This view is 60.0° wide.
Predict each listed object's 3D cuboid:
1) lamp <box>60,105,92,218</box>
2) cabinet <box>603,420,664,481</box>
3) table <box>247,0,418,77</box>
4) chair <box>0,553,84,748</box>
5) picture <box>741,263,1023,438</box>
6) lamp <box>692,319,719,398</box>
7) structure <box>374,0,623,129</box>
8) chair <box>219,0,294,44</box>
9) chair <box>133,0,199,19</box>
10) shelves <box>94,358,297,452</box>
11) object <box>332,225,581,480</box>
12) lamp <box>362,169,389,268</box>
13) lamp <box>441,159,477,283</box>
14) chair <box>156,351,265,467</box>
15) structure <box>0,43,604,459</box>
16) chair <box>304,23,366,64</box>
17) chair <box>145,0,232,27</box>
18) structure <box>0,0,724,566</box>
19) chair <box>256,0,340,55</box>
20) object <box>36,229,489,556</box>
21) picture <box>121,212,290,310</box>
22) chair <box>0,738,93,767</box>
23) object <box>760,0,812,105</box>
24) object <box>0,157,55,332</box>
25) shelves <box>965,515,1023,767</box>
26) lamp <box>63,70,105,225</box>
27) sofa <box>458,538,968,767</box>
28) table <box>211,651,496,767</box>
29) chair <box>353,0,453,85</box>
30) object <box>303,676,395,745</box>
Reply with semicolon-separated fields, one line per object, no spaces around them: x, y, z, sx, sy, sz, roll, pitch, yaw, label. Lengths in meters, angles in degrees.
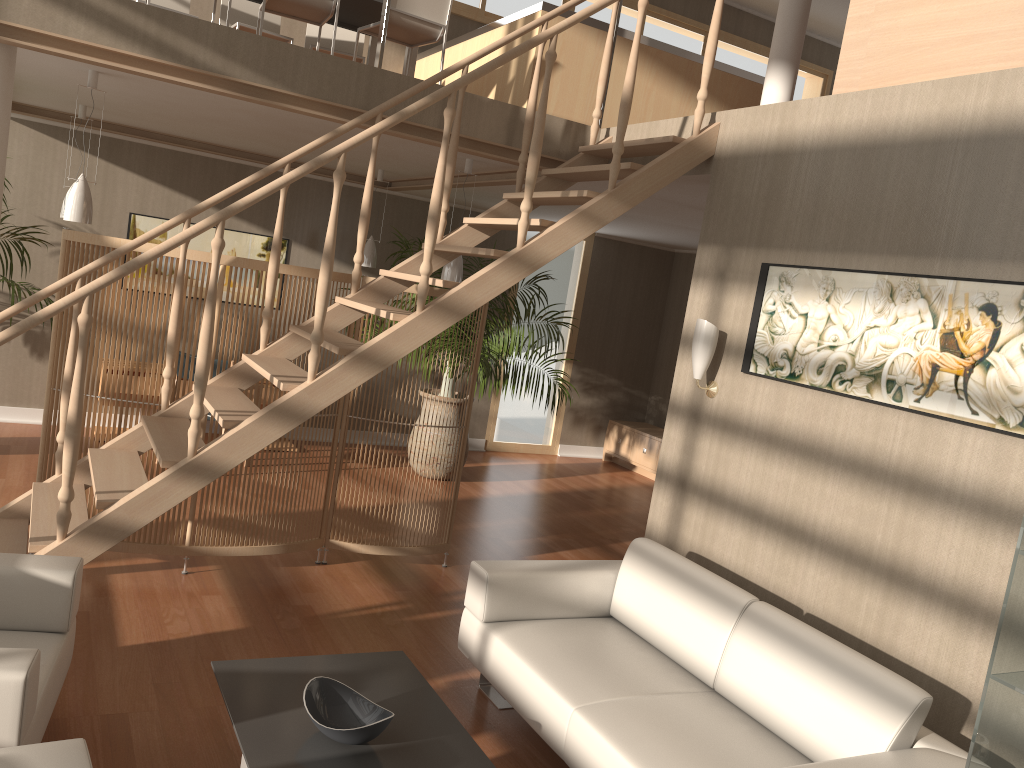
-3.074;-1.565;6.269;0.139;0.800;0.139;14;8;36;lamp
1.667;0.794;8.985;0.500;0.458;1.911;6;7;-28;cabinet
-1.628;-2.292;5.850;1.800;0.740;0.900;6;7;-28;table
-1.790;0.805;2.509;0.905;0.740;0.900;7;7;-18;chair
1.410;-0.161;3.247;0.018;0.487;1.531;6;7;-28;picture
0.888;-0.116;4.071;0.153;0.353;0.112;6;7;-28;lamp
-1.643;-2.377;5.861;3.300;0.900;3.475;6;7;-28;structure
-1.798;-2.391;6.216;0.430;0.796;0.496;5;7;-33;chair
-2.394;-2.469;6.040;0.430;0.796;0.496;5;7;-33;chair
-2.559;0.204;7.377;1.600;0.590;0.658;6;7;-28;shelves
-0.537;-0.128;7.593;2.157;2.304;2.109;4;8;-39;object
-1.135;-1.364;7.317;0.139;0.800;0.139;14;8;36;lamp
-0.337;-1.063;5.781;0.139;0.800;0.139;10;6;7;lamp
-2.287;0.195;6.733;0.582;0.856;0.509;11;6;11;chair
1.177;0.096;5.032;10.775;2.533;8.342;6;7;-28;structure
-1.303;-2.341;6.492;0.430;0.796;0.496;7;7;-18;chair
-1.846;-2.270;5.051;0.430;0.796;0.496;6;7;-28;chair
-0.746;-0.640;4.029;3.150;3.578;1.000;6;7;-28;structure
-1.302;-2.213;5.338;0.430;0.796;0.496;7;7;-23;chair
-1.232;0.143;4.701;2.229;1.542;0.233;7;7;-23;object
-2.605;-1.035;7.605;1.317;0.633;0.010;6;7;-28;picture
-1.133;1.035;1.409;0.905;0.740;0.900;5;7;-33;chair
1.861;-2.560;5.780;0.200;2.400;0.200;6;7;-28;object
-4.087;-0.498;5.695;2.109;2.304;2.157;5;8;-35;object
1.393;0.927;2.150;0.403;1.600;0.400;6;7;-28;shelves
-2.275;-1.263;4.733;0.139;0.800;0.139;8;6;-14;lamp
0.587;1.122;3.151;0.905;0.740;1.781;6;7;-28;sofa
-0.456;1.227;2.654;0.700;0.293;1.260;6;7;-28;table
-0.696;-2.131;5.496;0.430;0.796;0.496;5;7;-33;chair
-0.500;1.005;2.678;0.317;0.125;0.223;13;7;33;object
